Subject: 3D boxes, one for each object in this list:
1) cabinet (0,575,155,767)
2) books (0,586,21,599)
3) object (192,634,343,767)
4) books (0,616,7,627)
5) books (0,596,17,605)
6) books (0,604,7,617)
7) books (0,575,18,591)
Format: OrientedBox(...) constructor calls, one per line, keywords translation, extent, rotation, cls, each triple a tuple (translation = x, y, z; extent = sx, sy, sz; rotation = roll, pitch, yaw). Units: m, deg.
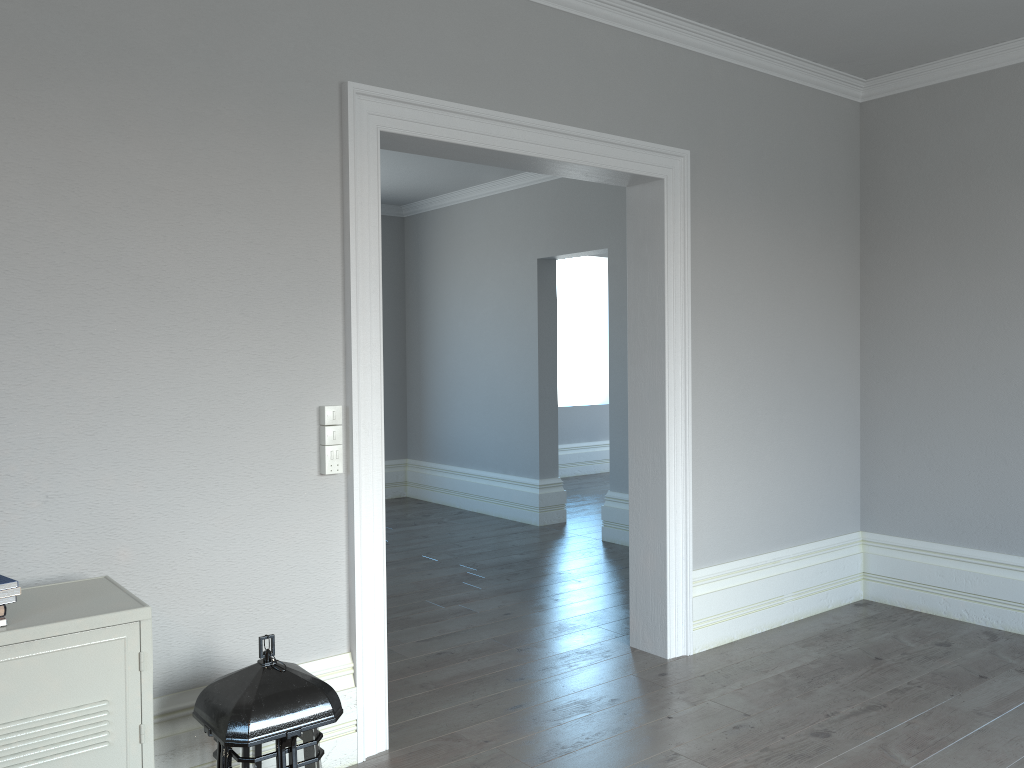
OrientedBox(translation=(-1.375, 0.894, 1.806), extent=(1.152, 0.757, 0.408), rotation=(-2, 2, -38), cls="cabinet")
OrientedBox(translation=(-1.210, 0.449, 1.921), extent=(0.235, 0.017, 0.184), rotation=(1, 2, 39), cls="books")
OrientedBox(translation=(-0.634, 0.950, 2.311), extent=(0.323, 0.599, 0.323), rotation=(-2, 2, -38), cls="object")
OrientedBox(translation=(-1.221, 0.506, 1.914), extent=(0.196, 0.014, 0.243), rotation=(-2, 2, -38), cls="books")
OrientedBox(translation=(-1.217, 0.464, 1.920), extent=(0.235, 0.014, 0.184), rotation=(1, 2, 41), cls="books")
OrientedBox(translation=(-1.226, 0.484, 1.931), extent=(0.175, 0.027, 0.238), rotation=(-2, 2, -41), cls="books")
OrientedBox(translation=(-1.214, 0.433, 1.917), extent=(0.235, 0.014, 0.184), rotation=(1, 2, 39), cls="books")
